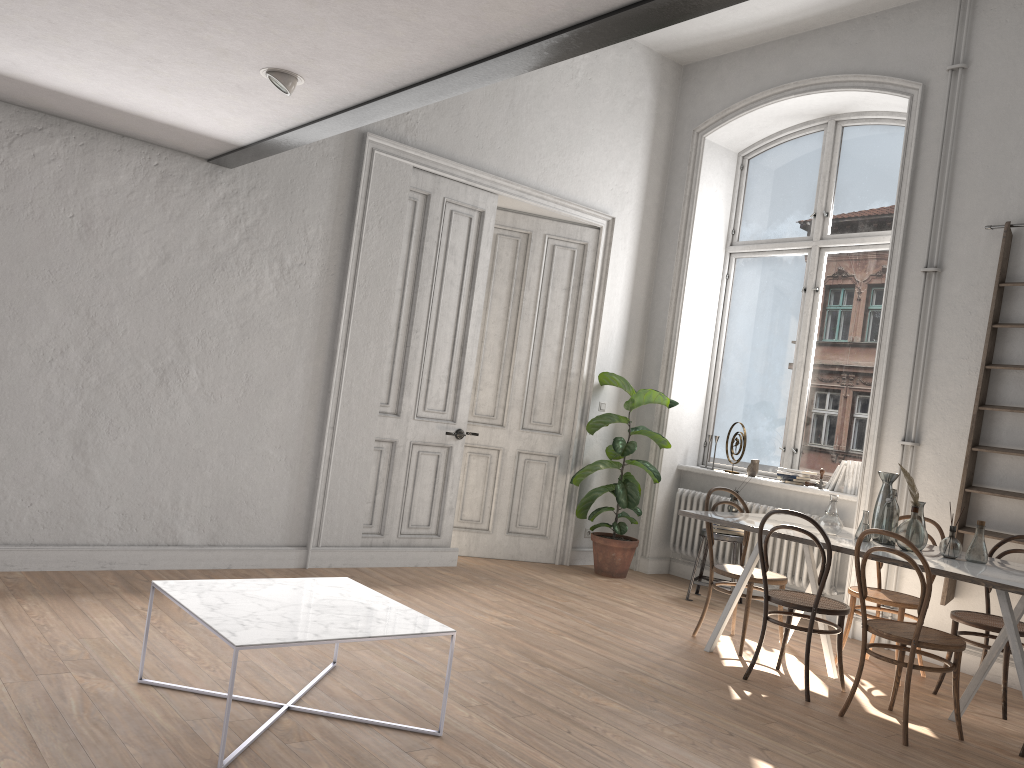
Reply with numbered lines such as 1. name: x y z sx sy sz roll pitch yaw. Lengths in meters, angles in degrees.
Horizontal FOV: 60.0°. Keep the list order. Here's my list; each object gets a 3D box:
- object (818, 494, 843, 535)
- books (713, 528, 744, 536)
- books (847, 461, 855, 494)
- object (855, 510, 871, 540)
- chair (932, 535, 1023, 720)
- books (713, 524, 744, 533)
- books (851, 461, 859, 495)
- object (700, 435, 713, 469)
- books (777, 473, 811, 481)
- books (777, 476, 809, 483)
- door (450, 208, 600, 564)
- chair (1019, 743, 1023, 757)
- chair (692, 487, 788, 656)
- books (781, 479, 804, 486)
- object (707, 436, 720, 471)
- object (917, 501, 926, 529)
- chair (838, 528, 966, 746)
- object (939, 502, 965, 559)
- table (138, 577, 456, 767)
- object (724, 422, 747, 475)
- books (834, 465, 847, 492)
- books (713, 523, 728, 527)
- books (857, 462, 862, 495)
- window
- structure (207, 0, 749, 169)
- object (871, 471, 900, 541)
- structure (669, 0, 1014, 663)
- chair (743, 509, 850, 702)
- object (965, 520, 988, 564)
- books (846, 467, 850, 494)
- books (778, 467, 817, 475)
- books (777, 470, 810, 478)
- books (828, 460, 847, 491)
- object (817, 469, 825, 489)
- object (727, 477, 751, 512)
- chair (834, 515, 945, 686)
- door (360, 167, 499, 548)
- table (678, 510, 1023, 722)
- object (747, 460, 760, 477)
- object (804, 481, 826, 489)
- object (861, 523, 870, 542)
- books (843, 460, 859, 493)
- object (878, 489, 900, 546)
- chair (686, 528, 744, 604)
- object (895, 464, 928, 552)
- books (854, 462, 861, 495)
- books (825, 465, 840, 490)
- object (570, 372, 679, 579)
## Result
1. object: 1.778 0.726 4.929 0.132 0.219 0.132 7 -1 40
2. books: 1.621 1.103 6.652 0.246 0.034 0.194 8 -1 1
3. books: 2.527 0.690 6.501 0.175 0.243 0.024 9 -1 -39
4. object: 1.951 0.780 4.909 0.083 0.158 0.083 9 -1 -43
5. chair: 2.657 1.277 4.818 0.549 0.920 0.437 8 -1 -32
6. books: 1.634 1.079 6.646 0.232 0.029 0.163 7 -2 22
7. books: 2.548 0.692 6.489 0.174 0.243 0.019 9 -1 -39
8. object: 1.679 0.579 7.594 0.095 0.289 0.095 8 -1 -7
9. books: 2.192 0.721 6.897 0.147 0.023 0.221 8 -2 -23
10. books: 2.189 0.742 6.899 0.155 0.022 0.205 8 -1 -19
11. door: 0.060 0.025 7.226 1.097 2.814 0.216 8 -1 -14
12. chair: 2.612 1.247 3.873 0.438 0.920 0.549 8 -1 -26
13. chair: 1.412 1.123 5.402 0.438 0.920 0.549 8 -1 -31
14. books: 2.184 0.765 6.906 0.147 0.023 0.221 7 -1 10
15. object: 1.708 0.580 7.467 0.095 0.289 0.095 8 -1 -16
16. object: 2.172 0.757 4.759 0.098 0.255 0.100 7 -1 28
17. chair: 1.849 1.151 4.151 0.549 0.920 0.437 8 -1 -28
18. object: 2.252 0.748 4.531 0.107 0.283 0.106 9 -1 -44
19. table: -0.823 1.031 3.352 0.850 0.392 0.849 9 -2 -39
20. object: 1.851 0.527 7.333 0.087 0.425 0.347 8 -1 -6
21. books: 2.473 0.704 6.582 0.155 0.203 0.072 9 -1 -39
22. books: 1.638 1.057 6.645 0.221 0.027 0.147 8 -1 -7
23. books: 2.591 0.698 6.471 0.175 0.243 0.024 9 -1 -39
24. window: 2.420 -0.668 7.158 0.013 2.842 1.621 8 -1 -39
25. structure: -1.375 -1.964 1.794 4.160 1.213 5.924 9 -2 -39
26. object: 2.079 0.685 4.950 0.116 0.383 0.116 8 -1 -28
27. structure: 3.198 -0.425 5.510 0.340 4.473 5.179 8 -1 -39
28. chair: 1.512 1.117 4.629 0.549 0.920 0.437 9 -1 -43
29. object: 2.368 0.799 4.500 0.101 0.211 0.101 8 -1 0
30. books: 2.519 0.708 6.524 0.155 0.205 0.020 9 -1 -39
31. books: 2.218 0.678 6.886 0.174 0.019 0.243 9 -2 -29
32. books: 2.187 0.699 6.888 0.205 0.020 0.155 7 -2 41
33. books: 2.458 0.686 6.601 0.174 0.235 0.100 9 -1 -39
34. object: 2.323 0.712 6.658 0.048 0.153 0.088 7 -1 21
35. object: 1.695 0.859 6.658 0.163 0.383 0.154 7 -1 25
36. chair: 2.239 1.230 5.214 0.549 0.920 0.437 9 -1 -41
37. door: -0.730 -0.103 6.366 1.097 2.814 0.216 9 -1 -38
38. table: 2.030 1.258 4.657 1.101 0.779 2.199 9 -2 -39
39. object: 1.950 0.679 7.179 0.100 0.142 0.102 7 -1 26
40. object: 2.306 0.764 6.759 0.153 0.048 0.088 8 -1 1
41. object: 1.912 0.804 4.802 0.058 0.094 0.058 8 -1 -11
42. books: 2.521 0.690 6.558 0.175 0.243 0.024 9 -1 -39
43. object: 2.049 0.718 4.802 0.086 0.301 0.086 7 -1 37
44. chair: 1.547 1.370 6.640 0.364 0.522 0.360 7 -1 25
45. object: 2.098 0.647 4.615 0.157 0.446 0.156 8 -1 -21
46. books: 2.574 0.695 6.485 0.174 0.243 0.019 9 -1 -39
47. books: 2.435 0.703 6.633 0.155 0.194 0.105 9 -1 -40
48. object: 2.315 0.771 5.078 0.792 1.842 5.824 8 -2 -34
